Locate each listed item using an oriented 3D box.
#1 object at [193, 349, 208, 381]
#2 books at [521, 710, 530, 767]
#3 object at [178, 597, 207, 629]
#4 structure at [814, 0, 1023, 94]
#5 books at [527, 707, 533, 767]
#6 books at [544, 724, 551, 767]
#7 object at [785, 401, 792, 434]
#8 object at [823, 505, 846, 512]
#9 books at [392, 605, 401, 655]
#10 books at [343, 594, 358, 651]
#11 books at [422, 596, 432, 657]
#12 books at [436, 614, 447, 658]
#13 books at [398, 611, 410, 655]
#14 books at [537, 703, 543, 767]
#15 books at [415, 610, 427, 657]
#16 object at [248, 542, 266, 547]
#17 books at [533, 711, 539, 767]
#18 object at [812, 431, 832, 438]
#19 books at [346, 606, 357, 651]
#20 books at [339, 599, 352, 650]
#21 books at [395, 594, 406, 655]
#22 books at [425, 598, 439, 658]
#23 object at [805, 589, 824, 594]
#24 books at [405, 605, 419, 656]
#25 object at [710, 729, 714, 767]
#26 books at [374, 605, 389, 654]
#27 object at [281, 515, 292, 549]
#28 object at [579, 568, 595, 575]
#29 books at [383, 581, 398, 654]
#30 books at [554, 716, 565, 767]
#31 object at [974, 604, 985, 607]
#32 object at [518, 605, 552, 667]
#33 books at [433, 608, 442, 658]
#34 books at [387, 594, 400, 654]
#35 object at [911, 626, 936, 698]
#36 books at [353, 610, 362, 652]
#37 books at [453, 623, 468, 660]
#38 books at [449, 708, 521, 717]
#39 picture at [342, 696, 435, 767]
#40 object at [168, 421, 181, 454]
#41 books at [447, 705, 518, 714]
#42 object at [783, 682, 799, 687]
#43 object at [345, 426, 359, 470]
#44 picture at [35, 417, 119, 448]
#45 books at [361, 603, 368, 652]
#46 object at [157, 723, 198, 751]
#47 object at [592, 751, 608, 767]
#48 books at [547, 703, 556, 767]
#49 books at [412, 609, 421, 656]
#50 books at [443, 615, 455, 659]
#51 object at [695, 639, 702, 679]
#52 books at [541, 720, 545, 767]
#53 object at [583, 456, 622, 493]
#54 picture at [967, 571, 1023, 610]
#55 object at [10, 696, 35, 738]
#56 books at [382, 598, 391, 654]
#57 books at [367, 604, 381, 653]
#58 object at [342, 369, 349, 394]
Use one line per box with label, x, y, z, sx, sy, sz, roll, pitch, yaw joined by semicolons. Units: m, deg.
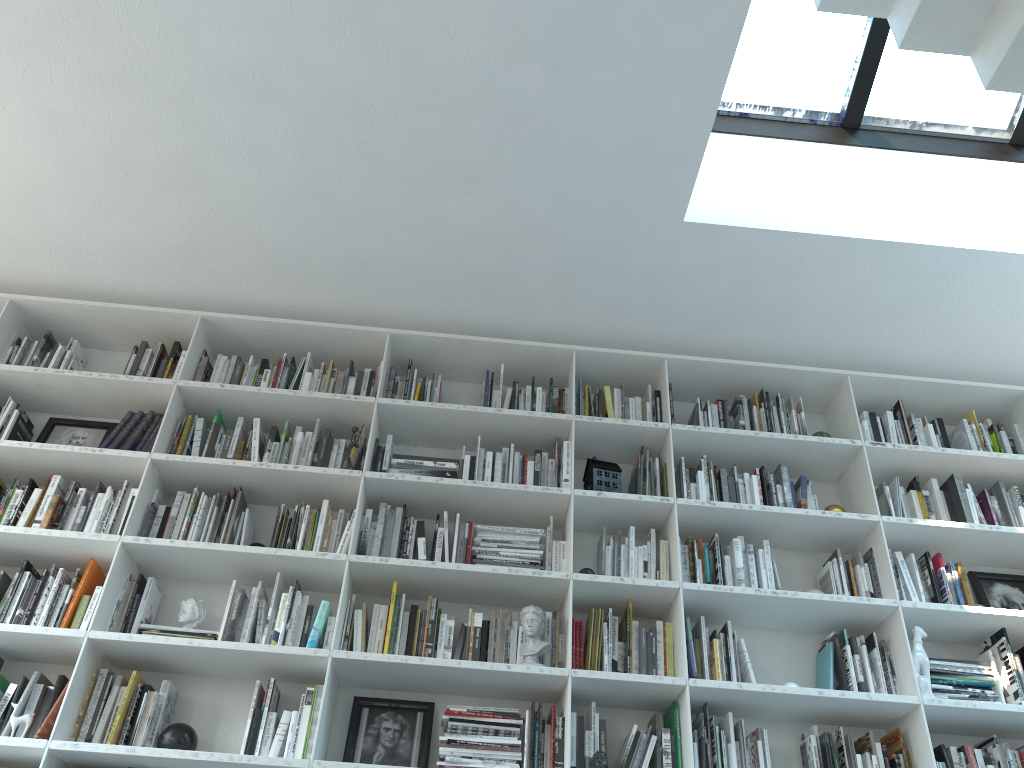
object;-1.404;0.004;3.993;0.012;0.283;0.160;5;-37;-2
books;0.044;1.308;3.140;0.012;0.252;0.162;5;-37;-2
object;-1.212;0.878;3.347;0.095;0.156;0.122;-3;-38;9
structure;1.998;-0.108;2.126;2.613;3.361;1.966;5;-37;-2
books;0.057;1.305;3.140;0.011;0.259;0.185;5;-37;-2
books;0.117;1.337;3.142;0.021;0.216;0.133;5;-37;-2
object;1.260;0.236;4.077;0.006;0.296;0.130;5;-37;-2
object;1.356;0.558;3.728;0.101;0.101;0.101;19;-40;-19
books;-0.436;0.982;3.349;0.010;0.243;0.150;5;-37;-2
books;-0.616;0.957;3.363;0.010;0.280;0.141;5;-37;-2
books;-0.323;0.971;3.357;0.013;0.282;0.178;5;-37;-2
books;-0.268;1.002;3.338;0.024;0.215;0.176;5;-37;-2
books;-0.409;0.994;3.349;0.024;0.227;0.148;5;-37;-2
books;0.091;1.303;3.158;0.011;0.286;0.153;5;-37;-2
books;-0.344;0.992;3.348;0.025;0.234;0.137;5;-37;-2
object;-1.003;0.670;3.474;0.097;0.097;0.097;-29;-48;35
books;0.078;1.315;3.149;0.013;0.254;0.163;5;-37;-2
object;1.376;0.263;3.944;0.104;0.104;0.104;-29;-48;35
books;-0.607;0.976;3.348;0.011;0.234;0.142;5;-37;-2
books;-0.628;0.962;3.347;0.012;0.252;0.162;5;-37;-2
books;-0.423;0.957;3.346;0.010;0.279;0.171;5;-37;-2
books;-0.302;0.970;3.341;0.028;0.266;0.191;5;-37;-2
object;1.218;0.883;3.572;0.112;0.112;0.112;19;-40;-19
books;-0.383;0.987;3.364;0.028;0.258;0.135;5;-37;-2
object;0.702;1.375;3.181;0.007;0.264;0.135;5;-37;-2
books;-0.494;0.978;3.345;0.029;0.238;0.156;5;-37;-2
object;-0.904;0.658;3.556;0.010;0.224;0.143;5;-37;-2
object;0.291;0.754;3.458;0.072;0.072;0.072;-29;-48;35
books;-0.458;0.931;3.345;0.014;0.315;0.189;5;-37;-2
books;0.158;1.319;3.124;0.034;0.228;0.200;5;-37;-2
object;1.875;0.933;3.565;0.092;0.092;0.092;-29;-48;35
object;0.074;0.942;3.251;0.137;0.242;0.138;28;-43;-28
books;-0.286;0.995;3.359;0.011;0.250;0.131;5;-37;-2
books;-0.445;0.952;3.329;0.015;0.265;0.190;5;-37;-2
object;1.513;1.037;3.285;0.087;0.286;0.075;-18;-42;26
books;-0.574;0.974;3.321;0.053;0.207;0.157;5;-37;-2
books;-0.202;1.023;3.346;0.050;0.197;0.146;5;-37;-2
books;-0.105;1.211;3.203;0.254;0.012;0.162;7;-37;-4
picture;-0.442;1.278;3.185;0.300;0.298;0.078;5;-37;-2
object;-1.424;0.306;3.762;0.012;0.252;0.162;5;-37;-2
books;-0.105;1.200;3.208;0.254;0.012;0.162;3;-37;1
object;1.039;1.147;3.298;0.072;0.072;0.072;-29;-48;35
object;-0.658;0.285;3.670;0.075;0.253;0.075;18;-40;-18
picture;-1.889;0.268;3.803;0.300;0.298;0.078;5;-37;-2
books;-0.555;0.970;3.341;0.042;0.240;0.163;5;-37;-2
object;-1.152;1.239;3.055;0.134;0.134;0.134;-29;-48;35
object;0.297;1.290;2.979;0.054;0.113;0.080;6;-37;-3
books;0.136;1.303;3.147;0.011;0.278;0.187;5;-37;-2
books;-0.362;0.989;3.339;0.012;0.226;0.170;5;-37;-2
books;-0.241;1.006;3.340;0.030;0.213;0.169;5;-37;-2
object;0.694;1.095;3.370;0.013;0.207;0.140;5;-37;-2
books;0.101;1.331;3.147;0.013;0.231;0.135;5;-37;-2
object;0.383;0.422;3.753;0.135;0.247;0.136;11;-38;-10
picture;2.102;0.923;3.704;0.300;0.298;0.078;5;-37;-2
object;-1.629;1.109;2.930;0.082;0.139;0.044;15;-39;-15
books;-0.474;0.970;3.369;0.010;0.282;0.137;5;-37;-2
books;-0.522;0.976;3.351;0.026;0.246;0.140;5;-37;-2
object;-0.753;0.076;3.999;0.010;0.245;0.158;5;-37;-2
